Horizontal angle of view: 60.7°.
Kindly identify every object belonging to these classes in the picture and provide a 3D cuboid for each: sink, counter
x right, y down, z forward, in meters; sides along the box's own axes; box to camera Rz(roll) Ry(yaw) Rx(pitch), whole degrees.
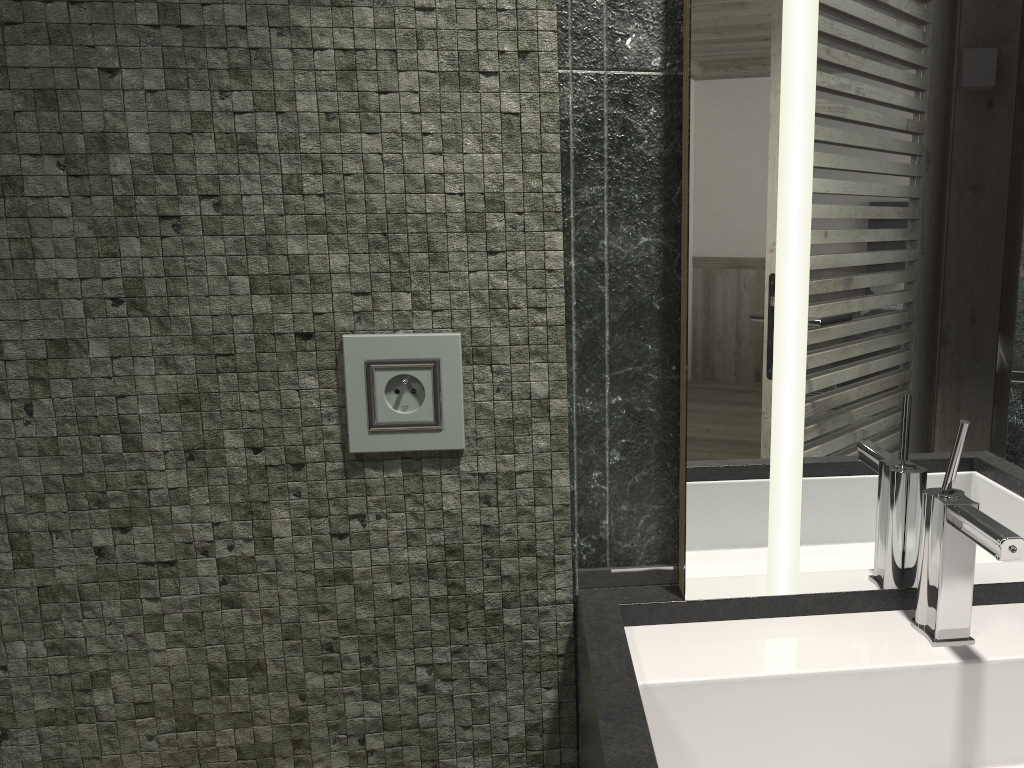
[{"bbox_3d":[0.477,0.275,0.767,0.734,0.408,0.535,-1,11,-4],"label":"sink"},{"bbox_3d":[0.224,0.813,0.819,1.347,1.050,0.633,-2,10,-6],"label":"counter"}]

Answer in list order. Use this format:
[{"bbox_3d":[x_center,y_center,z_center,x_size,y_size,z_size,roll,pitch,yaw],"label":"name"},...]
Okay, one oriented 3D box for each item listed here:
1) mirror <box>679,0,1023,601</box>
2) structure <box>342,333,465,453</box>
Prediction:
[{"bbox_3d":[0.518,-0.540,0.915,0.691,1.575,0.041,-2,10,-7],"label":"mirror"},{"bbox_3d":[-0.116,0.010,0.942,0.125,0.128,0.016,-2,10,-7],"label":"structure"}]
